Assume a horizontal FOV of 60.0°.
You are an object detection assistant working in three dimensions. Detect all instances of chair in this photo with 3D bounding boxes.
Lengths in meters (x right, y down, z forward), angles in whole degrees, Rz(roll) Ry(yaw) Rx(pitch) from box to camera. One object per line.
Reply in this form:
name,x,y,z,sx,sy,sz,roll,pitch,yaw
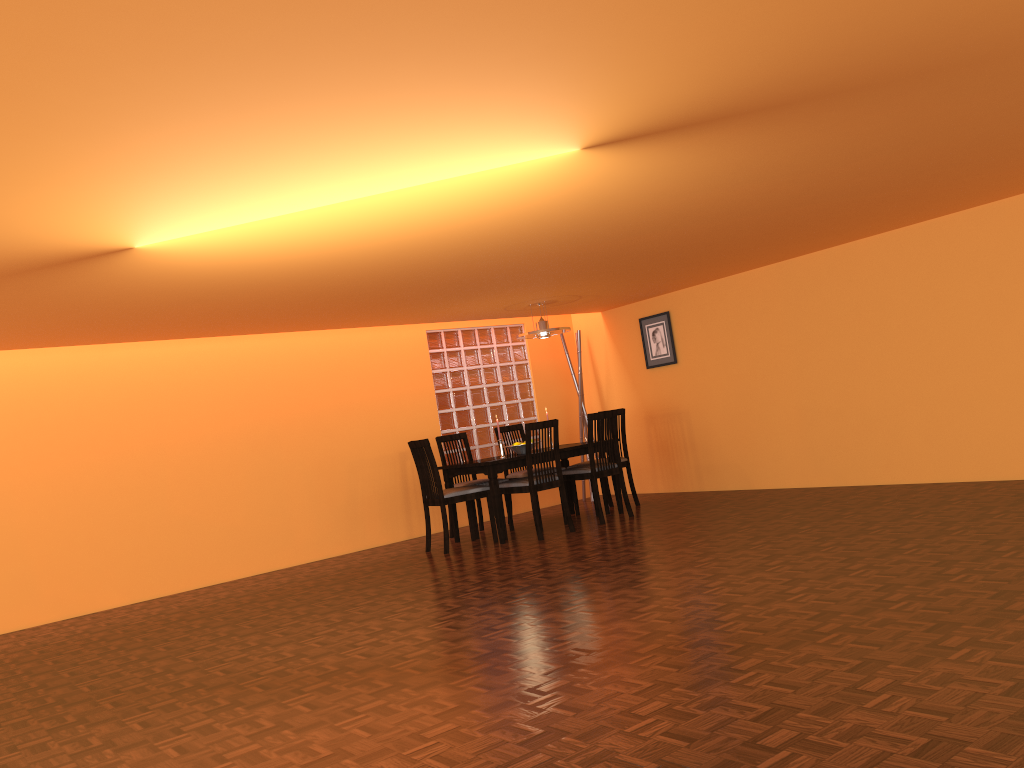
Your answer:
chair,0.145,0.682,6.295,0.373,0.809,0.465,-7,-3,-37
chair,-0.307,0.777,6.906,0.373,0.809,0.465,-7,-3,-37
chair,0.734,0.631,7.207,0.465,0.809,0.373,-7,-3,-42
chair,0.602,0.627,6.642,0.373,0.809,0.465,-7,-3,-37
chair,0.150,0.722,7.254,0.373,0.809,0.465,-7,-3,-37
chair,-0.430,0.771,6.333,0.465,0.809,0.373,-7,-3,-32

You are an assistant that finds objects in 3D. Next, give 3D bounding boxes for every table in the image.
table,0.177,0.810,6.742,1.259,0.584,0.697,-7,-3,-37

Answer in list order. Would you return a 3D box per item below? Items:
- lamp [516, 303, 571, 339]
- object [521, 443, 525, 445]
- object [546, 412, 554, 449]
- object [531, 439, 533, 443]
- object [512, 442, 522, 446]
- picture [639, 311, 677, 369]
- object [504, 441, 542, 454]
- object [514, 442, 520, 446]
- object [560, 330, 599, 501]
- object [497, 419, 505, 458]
lamp,0.235,-0.498,6.988,0.435,0.274,0.435,-8,-2,-15
object,0.089,0.464,6.665,0.055,0.046,0.046,-9,-2,16
object,0.289,0.340,6.917,0.044,0.326,0.044,-11,-3,42
object,0.138,0.450,6.788,0.069,0.066,0.069,-7,-3,-27
object,0.046,0.483,6.749,0.087,0.076,0.089,-7,-3,-31
picture,1.271,-0.378,7.742,0.014,0.456,0.361,-7,-3,-37
object,0.087,0.492,6.741,0.337,0.072,0.337,-10,-3,19
object,0.039,0.460,6.657,0.046,0.046,0.055,-10,-3,36
object,0.676,0.291,8.216,0.226,1.589,0.308,-8,-2,-15
object,-0.091,0.381,6.524,0.044,0.326,0.044,-11,-3,42
